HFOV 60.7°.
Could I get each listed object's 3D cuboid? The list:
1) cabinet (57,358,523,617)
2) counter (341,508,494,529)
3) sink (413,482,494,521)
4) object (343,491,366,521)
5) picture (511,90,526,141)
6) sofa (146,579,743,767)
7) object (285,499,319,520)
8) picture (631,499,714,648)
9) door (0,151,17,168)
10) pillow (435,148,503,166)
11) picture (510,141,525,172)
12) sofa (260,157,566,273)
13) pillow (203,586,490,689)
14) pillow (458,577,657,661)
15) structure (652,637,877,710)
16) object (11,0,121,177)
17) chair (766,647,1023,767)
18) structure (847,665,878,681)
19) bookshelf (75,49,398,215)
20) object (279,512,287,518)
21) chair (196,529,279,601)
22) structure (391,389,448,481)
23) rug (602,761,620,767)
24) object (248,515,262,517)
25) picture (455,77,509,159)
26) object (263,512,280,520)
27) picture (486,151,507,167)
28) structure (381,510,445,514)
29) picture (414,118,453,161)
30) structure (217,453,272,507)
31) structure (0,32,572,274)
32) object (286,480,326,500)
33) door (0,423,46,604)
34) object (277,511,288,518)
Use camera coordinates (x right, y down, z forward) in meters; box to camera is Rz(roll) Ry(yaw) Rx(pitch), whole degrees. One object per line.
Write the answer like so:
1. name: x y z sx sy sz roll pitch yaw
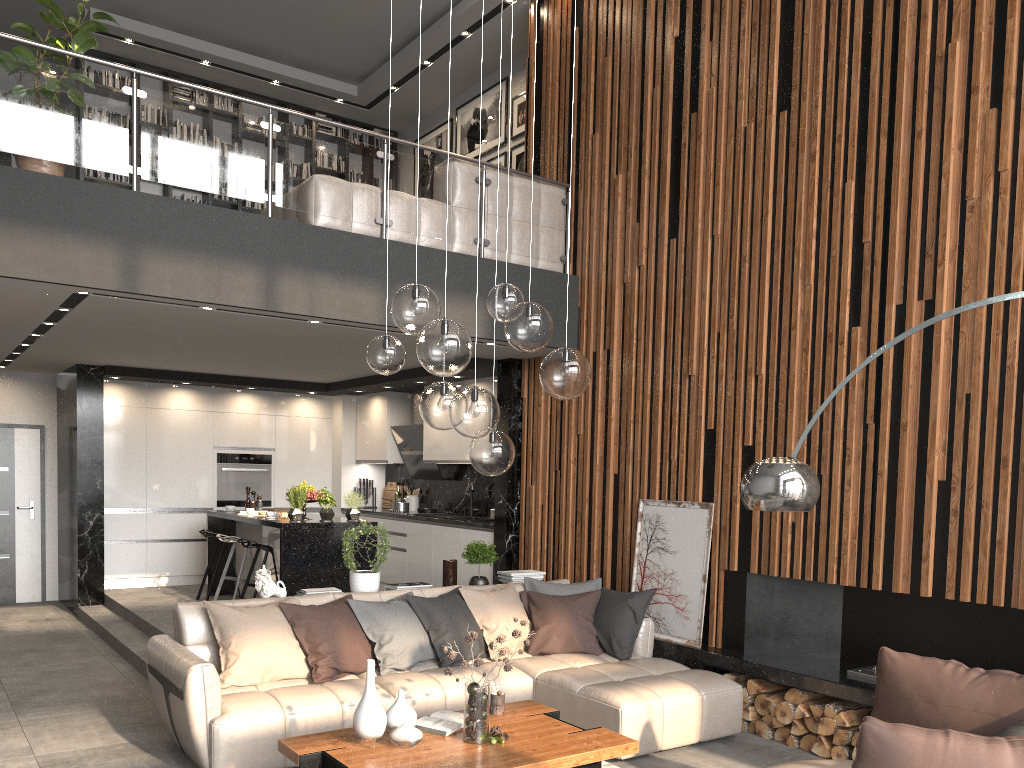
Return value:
1. cabinet: -2.188 0.852 8.841 3.627 3.255 6.195 3 -4 -35
2. counter: -0.888 1.456 9.614 0.612 0.040 3.454 5 -7 -35
3. sink: -0.543 1.291 9.146 0.498 0.549 1.111 2 -4 -35
4. object: -1.452 1.119 8.048 0.221 0.286 0.210 1 0 -22
5. picture: 0.144 -2.663 8.552 0.025 0.412 0.503 -1 0 -35
6. sofa: -0.314 1.750 5.330 3.252 0.821 1.874 5 -6 -35
7. object: -1.934 1.164 8.137 0.367 0.188 0.368 0 -4 19
8. picture: 1.130 1.336 6.283 0.101 1.004 0.726 -1 1 -35
9. door: -5.767 -1.806 9.737 0.974 2.094 0.168 0 3 -35
10. pillow: -0.472 -1.490 7.505 0.761 0.548 1.387 2 -5 -4
11. picture: 0.167 -2.061 8.528 0.025 0.646 0.644 -1 0 -35
12. sofa: -1.077 -1.274 7.499 2.283 0.784 2.285 5 -6 -35
13. pillow: -0.895 1.572 5.498 1.946 0.501 0.541 5 -3 -36
14. pillow: 0.302 1.680 6.207 1.383 0.550 0.762 2 -3 -5
15. structure: 2.041 1.996 5.414 0.668 0.459 6.525 3 -6 -35
16. object: -2.752 -1.889 5.253 0.774 1.477 0.524 1 2 -15
17. chair: 1.540 1.543 3.258 1.481 0.903 1.445 2 -3 -8
18. structure: 2.348 1.744 5.082 0.300 0.103 0.710 5 -7 -35
19. bookshelf: -2.938 -1.947 9.834 3.529 2.528 0.246 3 2 -35
20. object: -2.159 1.234 8.260 0.074 0.059 0.060 2 -1 -14
21. chair: -2.637 1.816 8.437 0.434 0.739 1.726 1 -3 -35
22. structure: -1.029 0.577 9.970 0.413 1.036 0.735 0 1 -35
23. rug: -0.349 2.043 4.244 2.304 0.020 1.607 6 -7 -35
24. object: -2.454 1.275 8.451 0.228 0.003 0.228 5 -7 -35
25. picture: -0.332 -2.727 9.223 0.025 0.658 0.990 -1 -1 -35
26. object: -2.197 1.203 8.002 0.155 0.071 0.156 0 -5 24
27. picture: -0.164 -2.117 9.005 0.022 0.444 0.357 -1 1 -35
28. structure: -1.133 1.466 9.966 0.511 0.060 0.600 5 -7 -35
29. picture: -0.920 -2.415 10.070 0.025 0.998 0.869 -1 1 -35
30. structure: -3.351 1.170 10.676 0.656 0.635 0.650 2 -2 -35
31. structure: -2.190 -1.303 7.331 4.233 0.742 3.373 5 -7 -35
32. object: -1.928 0.999 8.139 0.348 0.216 0.318 4 -4 -37
33. door: -5.846 1.486 9.932 0.974 2.094 0.168 0 3 -35
34. object: -2.177 1.238 8.311 0.131 0.060 0.069 4 -3 -35
